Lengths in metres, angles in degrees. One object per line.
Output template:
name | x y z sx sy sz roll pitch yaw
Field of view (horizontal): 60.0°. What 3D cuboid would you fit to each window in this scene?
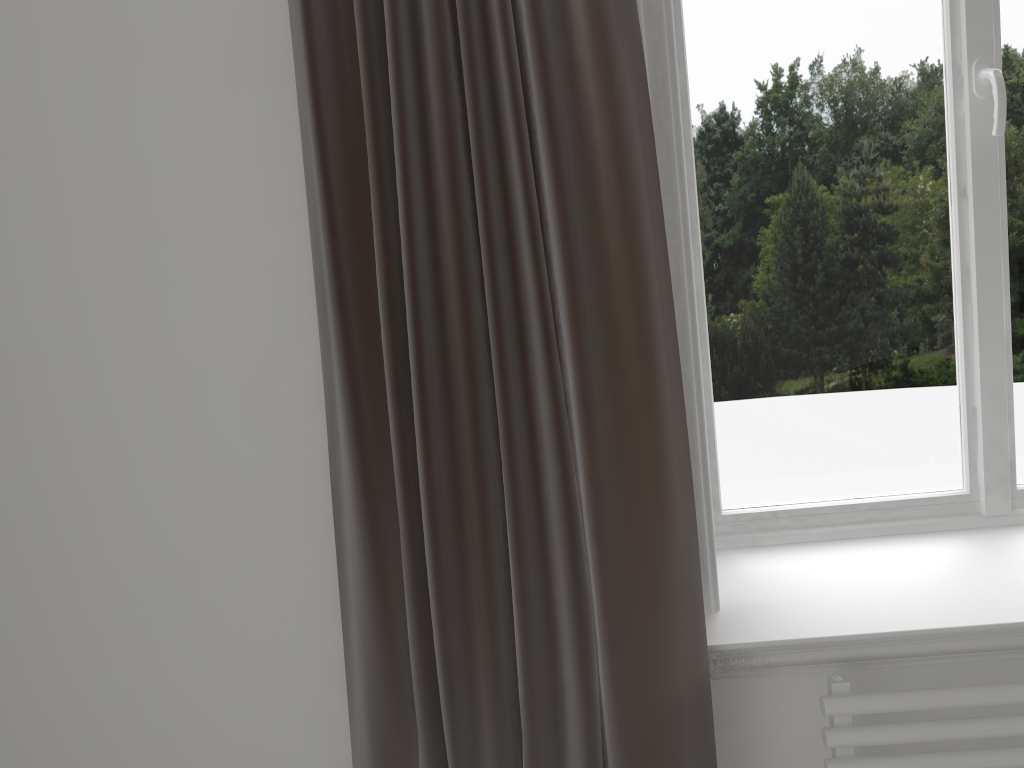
window | 0.792 -0.678 1.499 1.112 1.956 0.120 -6 7 4

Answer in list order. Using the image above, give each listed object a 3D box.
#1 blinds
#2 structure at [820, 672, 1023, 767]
blinds | -0.097 -0.247 1.111 0.595 2.681 0.246 -5 7 12
structure | 0.913 0.704 1.304 0.887 0.670 0.120 -6 7 4
